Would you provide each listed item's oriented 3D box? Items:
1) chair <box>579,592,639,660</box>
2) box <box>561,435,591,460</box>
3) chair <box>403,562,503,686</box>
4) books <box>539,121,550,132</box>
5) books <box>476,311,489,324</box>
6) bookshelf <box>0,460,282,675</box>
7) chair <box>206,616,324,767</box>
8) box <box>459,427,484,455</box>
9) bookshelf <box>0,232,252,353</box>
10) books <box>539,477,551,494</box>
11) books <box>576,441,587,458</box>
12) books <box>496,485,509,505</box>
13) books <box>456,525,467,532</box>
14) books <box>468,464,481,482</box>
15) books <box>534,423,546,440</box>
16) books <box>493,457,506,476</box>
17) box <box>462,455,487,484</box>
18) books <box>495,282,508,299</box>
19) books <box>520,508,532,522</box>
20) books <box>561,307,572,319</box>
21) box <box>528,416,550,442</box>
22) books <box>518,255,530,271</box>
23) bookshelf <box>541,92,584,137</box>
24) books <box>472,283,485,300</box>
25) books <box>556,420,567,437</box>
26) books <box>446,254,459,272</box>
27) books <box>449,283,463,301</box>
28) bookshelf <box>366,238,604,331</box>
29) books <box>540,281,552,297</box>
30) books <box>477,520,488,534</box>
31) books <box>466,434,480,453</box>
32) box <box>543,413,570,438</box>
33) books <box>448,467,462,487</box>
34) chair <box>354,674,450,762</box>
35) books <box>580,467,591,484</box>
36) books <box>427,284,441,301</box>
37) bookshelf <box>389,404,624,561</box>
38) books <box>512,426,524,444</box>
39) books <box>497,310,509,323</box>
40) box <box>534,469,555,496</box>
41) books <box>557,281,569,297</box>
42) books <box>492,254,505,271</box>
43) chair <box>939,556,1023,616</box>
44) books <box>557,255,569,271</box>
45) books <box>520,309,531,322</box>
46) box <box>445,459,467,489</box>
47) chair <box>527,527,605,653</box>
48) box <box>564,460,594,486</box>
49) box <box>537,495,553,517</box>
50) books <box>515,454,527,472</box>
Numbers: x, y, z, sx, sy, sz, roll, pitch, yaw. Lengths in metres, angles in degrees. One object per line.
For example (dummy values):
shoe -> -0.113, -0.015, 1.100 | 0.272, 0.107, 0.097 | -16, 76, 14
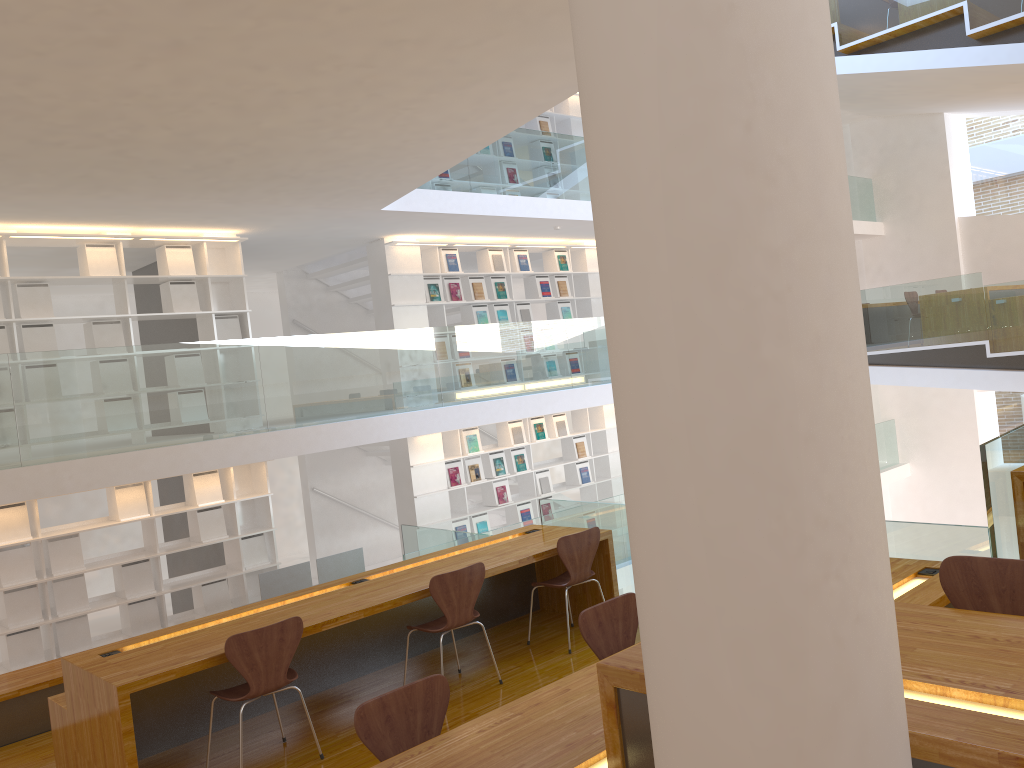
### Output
chair -> 0.563, 1.262, 3.671 | 0.428, 0.693, 0.381 | -7, 1, -43
box -> 0.822, 0.814, 11.399 | 0.245, 0.296, 0.274 | -7, 1, -43
chair -> -0.369, 1.352, 4.916 | 0.428, 0.693, 0.381 | -7, 1, -43
books -> 0.417, -3.234, 11.258 | 0.145, 0.210, 0.037 | -7, 1, -43
books -> -0.337, -0.746, 10.322 | 0.145, 0.210, 0.037 | -7, 1, -43
bookshelf -> -3.364, 1.693, 7.421 | 2.984, 1.836, 0.498 | -7, 1, -43
chair -> -1.207, 1.458, 4.180 | 0.428, 0.693, 0.381 | -7, 1, -43
box -> -0.514, 0.653, 10.173 | 0.245, 0.296, 0.274 | -7, 1, -43
bookshelf -> -3.599, -0.354, 7.394 | 2.984, 1.836, 0.498 | -7, 1, -43
books -> 0.407, 1.247, 10.828 | 0.145, 0.210, 0.037 | -7, 1, -43
books -> 0.883, 0.846, 11.312 | 0.145, 0.210, 0.037 | -7, 1, -43
books -> -0.113, 1.298, 10.345 | 0.145, 0.210, 0.037 | -7, 1, -43
books -> -0.553, 1.689, 9.896 | 0.145, 0.210, 0.037 | -7, 1, -43
books -> -0.420, 1.024, 10.097 | 0.145, 0.210, 0.037 | -7, 1, -43
books -> 0.341, 0.583, 10.829 | 0.145, 0.210, 0.037 | -7, 1, -43
books -> -0.144, 0.966, 10.348 | 0.145, 0.210, 0.037 | -7, 1, -43
box -> -0.485, 0.980, 10.187 | 0.245, 0.296, 0.274 | -7, 1, -43
books -> -0.129, -1.108, 10.549 | 0.145, 0.210, 0.037 | -7, 1, -43
books -> 0.174, 1.599, 10.583 | 0.145, 0.210, 0.037 | -7, 1, -43
books -> 0.701, -0.879, 11.299 | 0.145, 0.210, 0.037 | -7, 1, -43
box -> 0.271, 0.553, 10.912 | 0.245, 0.296, 0.274 | -7, 1, -43
books -> 0.143, -1.477, 10.836 | 0.145, 0.210, 0.037 | -7, 1, -43
bookshelf -> -0.232, -2.846, 10.757 | 3.666, 1.836, 0.498 | -7, 1, -43
books -> -0.389, -1.075, 10.309 | 0.145, 0.210, 0.037 | -7, 1, -43
books -> 0.625, 0.567, 11.094 | 0.145, 0.210, 0.037 | -7, 1, -43
books -> -0.675, -1.373, 10.067 | 0.145, 0.210, 0.037 | -7, 1, -43
books -> -0.641, -1.044, 10.072 | 0.145, 0.210, 0.037 | -7, 1, -43
bookshelf -> 0.002, -0.813, 10.785 | 3.666, 1.836, 0.498 | -7, 1, -43
books -> 0.420, -1.181, 11.070 | 0.145, 0.210, 0.037 | -7, 1, -43
books -> -0.328, 1.673, 10.106 | 0.145, 0.210, 0.037 | -7, 1, -43
books -> -0.444, 0.683, 10.090 | 0.145, 0.210, 0.037 | -7, 1, -43
box -> -1.740, 2.567, 8.848 | 7.125, 3.764, 0.498 | -7, 1, -43
books -> -0.638, 1.036, 9.882 | 0.145, 0.210, 0.037 | -7, 1, -43
chair -> -0.222, 1.363, 2.880 | 0.428, 0.693, 0.381 | -7, 1, -43
books -> 0.935, 1.171, 11.326 | 0.145, 0.210, 0.037 | -7, 1, -43
books -> -0.862, -1.012, 9.865 | 0.145, 0.210, 0.037 | -7, 1, -43
bookshelf -> 0.202, 1.238, 10.850 | 3.666, 1.836, 0.397 | -7, 1, -43
books -> 0.072, 0.617, 10.576 | 0.145, 0.210, 0.037 | -7, 1, -43
books -> -0.104, -0.778, 10.546 | 0.145, 0.210, 0.037 | -7, 1, -43
box -> 0.335, 1.207, 10.911 | 0.245, 0.296, 0.274 | -7, 1, -43
books -> 0.650, -1.207, 11.286 | 0.145, 0.210, 0.037 | -7, 1, -43
books -> -0.161, -1.437, 10.550 | 0.145, 0.210, 0.037 | -7, 1, -43
chair -> 1.258, 0.830, 2.258 | 0.381, 0.693, 0.428 | -7, 1, -43
books -> 0.651, -1.540, 11.314 | 0.145, 0.210, 0.037 | -7, 1, -43
books -> 0.174, -0.807, 10.803 | 0.145, 0.210, 0.037 | -7, 1, -43
box -> -0.698, 1.006, 9.970 | 0.245, 0.296, 0.274 | -7, 1, -43
chair -> 0.335, 1.262, 5.578 | 0.428, 0.693, 0.381 | -7, 1, -43
box -> 0.860, 1.140, 11.405 | 0.245, 0.296, 0.274 | -7, 1, -43
box -> 0.377, 1.533, 10.919 | 0.245, 0.296, 0.274 | -7, 1, -43
books -> 0.104, 0.946, 10.575 | 0.145, 0.210, 0.037 | -7, 1, -43
